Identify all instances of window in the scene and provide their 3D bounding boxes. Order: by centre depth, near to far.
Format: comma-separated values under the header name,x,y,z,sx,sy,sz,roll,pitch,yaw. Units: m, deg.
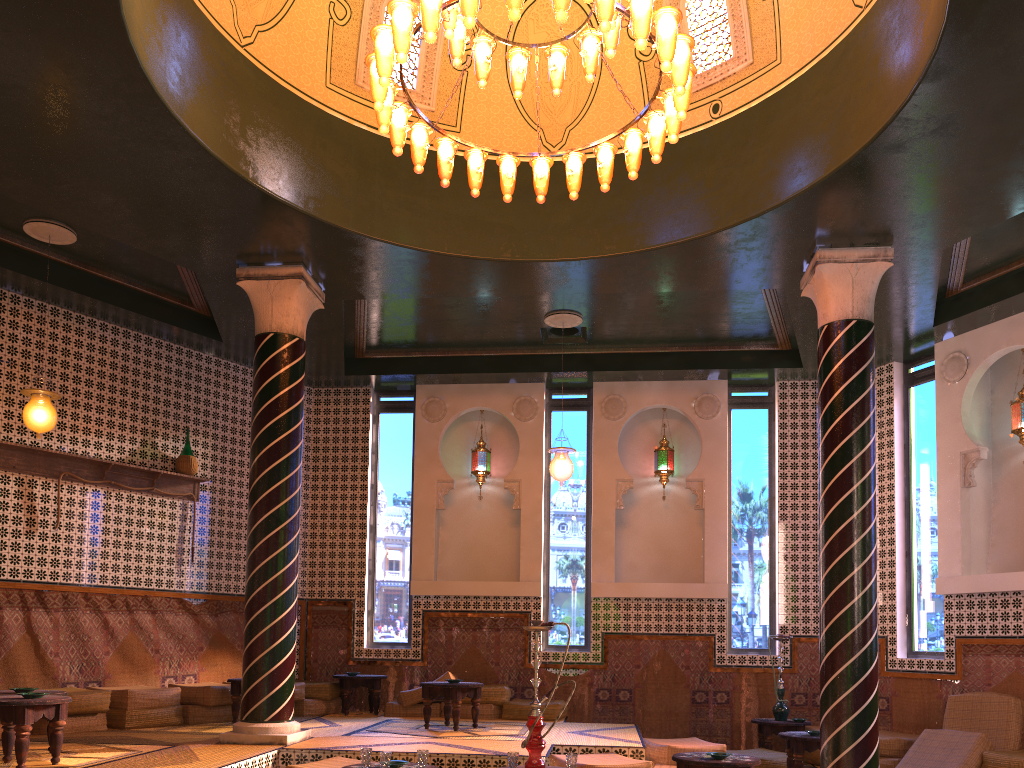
name,x,y,z,sx,sy,sz,roll,pitch,yaw
window,0.281,-4.231,6.826,5.837,1.137,5.630,-13,-21,40
window,5.827,1.837,12.060,0.091,3.932,0.784,3,-5,-23
window,3.742,2.257,13.580,0.774,3.932,0.092,0,-4,6
window,0.900,2.302,13.885,0.774,3.932,0.092,0,-4,6
window,-1.942,2.346,14.191,0.774,3.932,0.092,0,-4,6

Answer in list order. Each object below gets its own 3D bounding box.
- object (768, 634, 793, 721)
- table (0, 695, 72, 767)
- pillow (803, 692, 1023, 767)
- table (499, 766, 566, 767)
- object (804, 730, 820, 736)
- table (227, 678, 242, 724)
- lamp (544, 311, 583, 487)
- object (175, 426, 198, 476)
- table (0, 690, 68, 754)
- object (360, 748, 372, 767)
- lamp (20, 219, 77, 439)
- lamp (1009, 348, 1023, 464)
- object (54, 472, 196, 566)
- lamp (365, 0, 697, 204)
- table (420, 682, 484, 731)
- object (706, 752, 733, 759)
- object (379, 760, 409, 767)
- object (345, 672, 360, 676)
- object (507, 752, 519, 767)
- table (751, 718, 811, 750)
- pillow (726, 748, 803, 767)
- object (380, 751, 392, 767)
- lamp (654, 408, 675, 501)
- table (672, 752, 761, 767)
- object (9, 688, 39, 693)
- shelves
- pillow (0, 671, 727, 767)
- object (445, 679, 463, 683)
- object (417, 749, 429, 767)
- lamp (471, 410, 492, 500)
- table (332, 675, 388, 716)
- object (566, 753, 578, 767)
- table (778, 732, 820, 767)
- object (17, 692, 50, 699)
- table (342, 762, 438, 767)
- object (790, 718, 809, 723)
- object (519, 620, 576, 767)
name,x,y,z,sx,sy,sz,roll,pitch,yaw
object,3.865,4.258,12.528,0.302,1.232,0.469,-3,-7,42
table,-4.227,2.971,7.350,0.855,0.576,0.853,13,-17,-43
pillow,5.559,4.271,10.224,1.414,1.164,5.934,6,-17,-23
table,0.205,3.483,7.073,0.847,0.576,0.861,8,-14,-29
object,3.697,4.261,10.529,0.251,0.044,0.260,-5,-17,20
table,-3.375,4.241,11.528,0.838,0.576,0.870,-2,-13,12
lamp,0.680,0.242,11.664,0.519,2.279,0.528,1,-4,-5
object,-4.587,0.949,12.199,0.303,0.709,0.305,6,-8,-42
table,-4.650,3.187,8.093,0.855,0.576,0.853,13,-17,-43
object,-1.217,3.122,7.202,0.093,0.160,0.093,6,-9,-36
lamp,-5.063,-0.543,9.357,0.519,2.279,0.528,1,-4,-5
lamp,6.459,0.279,10.862,0.362,1.538,0.329,3,-5,-20
object,-5.119,1.843,11.570,0.060,1.023,2.035,-2,-13,35
lamp,0.174,-4.212,6.703,2.471,4.526,2.534,-1,-7,14
table,-0.791,4.214,11.302,0.840,0.576,0.868,-3,-13,18
object,1.976,3.548,8.232,0.251,0.044,0.260,3,-16,-8
object,-0.990,3.199,7.252,0.255,0.044,0.256,14,-21,-37
object,-2.435,4.429,13.179,0.251,0.044,0.260,-5,-17,20
object,0.009,3.112,7.100,0.092,0.160,0.094,0,-7,9
table,3.890,5.172,12.493,0.839,0.576,0.869,-3,-13,15
pillow,3.342,5.131,11.704,0.981,0.272,0.979,8,-17,-22
object,-1.024,3.059,6.982,0.092,0.160,0.094,3,-7,-16
lamp,2.443,1.109,13.856,0.362,1.538,0.328,-3,-6,40
table,1.961,3.889,8.303,0.851,0.576,0.858,-10,-17,41
object,-4.537,2.852,8.028,0.251,0.044,0.260,3,-16,-8
shelves,-5.746,0.952,10.615,0.257,0.334,4.606,-5,-17,35
pillow,-2.580,3.728,8.956,10.031,1.239,10.322,-1,-17,6
object,-0.762,3.899,11.316,0.251,0.044,0.260,-5,-17,20
object,-0.740,3.114,7.151,0.092,0.160,0.094,3,-7,-16
lamp,-0.505,1.149,14.153,0.326,1.538,0.365,-3,-6,40
table,-2.344,4.785,13.288,0.842,0.576,0.866,-5,-14,24
object,0.486,3.104,7.049,0.092,0.160,0.094,3,-7,-16
table,3.693,4.595,10.566,0.847,0.576,0.861,8,-14,-29
object,-4.081,2.659,7.359,0.251,0.044,0.260,-5,-17,20
table,-1.018,3.486,7.148,0.838,0.576,0.870,2,-13,-3
object,4.103,4.806,12.329,0.251,0.044,0.260,-5,-17,20
object,0.273,2.574,7.117,0.464,1.231,0.306,-1,-5,23
